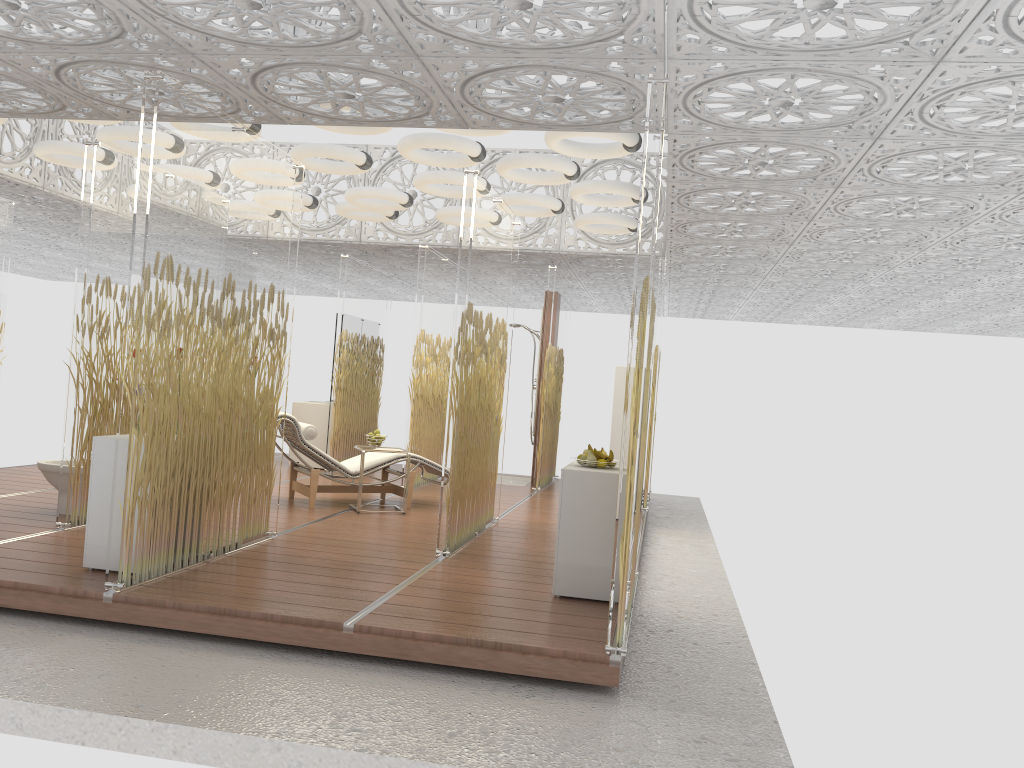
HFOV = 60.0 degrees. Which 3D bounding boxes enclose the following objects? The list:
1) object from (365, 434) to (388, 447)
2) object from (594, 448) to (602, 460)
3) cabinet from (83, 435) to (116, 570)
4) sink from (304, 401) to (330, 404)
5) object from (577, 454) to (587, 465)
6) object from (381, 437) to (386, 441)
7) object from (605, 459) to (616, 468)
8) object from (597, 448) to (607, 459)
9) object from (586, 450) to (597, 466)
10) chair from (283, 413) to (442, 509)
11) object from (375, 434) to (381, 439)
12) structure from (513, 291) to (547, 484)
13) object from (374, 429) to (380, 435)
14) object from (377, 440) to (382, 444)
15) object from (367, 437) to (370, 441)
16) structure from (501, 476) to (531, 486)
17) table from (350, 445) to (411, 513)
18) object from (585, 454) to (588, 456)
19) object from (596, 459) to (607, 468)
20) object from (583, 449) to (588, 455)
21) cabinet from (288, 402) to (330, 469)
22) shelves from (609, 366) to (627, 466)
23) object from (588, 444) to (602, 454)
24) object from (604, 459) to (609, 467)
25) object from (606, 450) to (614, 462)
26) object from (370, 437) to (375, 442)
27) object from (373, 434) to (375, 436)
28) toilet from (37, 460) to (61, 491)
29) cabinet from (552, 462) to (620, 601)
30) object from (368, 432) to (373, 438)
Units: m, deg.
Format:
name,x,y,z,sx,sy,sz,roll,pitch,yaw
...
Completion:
name,x,y,z,sx,sy,sz,roll,pitch,yaw
object,-1.201,0.506,7.829,0.206,0.105,0.206,5,0,-35
object,0.523,0.423,5.305,0.032,0.085,0.186,4,0,21
cabinet,-2.080,0.658,5.079,0.358,0.712,0.595,4,0,10
sink,-2.354,0.268,11.148,0.499,0.266,0.573,4,0,13
object,0.424,0.447,5.266,0.066,0.065,0.091,4,0,25
object,-1.144,0.480,7.830,0.055,0.048,0.054,4,0,3
object,0.587,0.453,5.318,0.035,0.092,0.194,4,0,-21
object,0.541,0.416,5.287,0.045,0.064,0.202,4,0,14
object,0.468,0.435,5.207,0.064,0.097,0.064,4,0,1
chair,-1.454,0.689,8.116,1.787,0.811,0.635,4,0,-30
object,-1.177,0.464,7.788,0.055,0.054,0.050,4,0,-21
structure,0.210,0.033,11.149,0.624,2.402,0.433,4,0,-4
object,-1.189,0.427,7.822,0.055,0.056,0.055,4,0,10
object,-1.162,0.507,7.792,0.045,0.042,0.045,4,0,5
object,-1.253,0.484,7.805,0.040,0.040,0.039,4,0,1
structure,-0.197,1.227,11.272,0.879,0.039,1.053,4,0,10
table,-1.162,0.834,7.800,0.420,0.535,0.420,4,0,-20
object,0.437,0.453,5.323,0.056,0.066,0.053,4,0,11
object,0.525,0.467,5.209,0.055,0.055,0.066,4,0,-32
object,0.468,0.429,5.376,0.077,0.067,0.078,4,0,11
cabinet,-2.398,0.633,11.146,0.549,0.782,0.643,4,0,10
shelves,1.223,0.555,9.358,0.344,1.460,0.366,4,0,10
object,0.492,0.398,5.313,0.035,0.084,0.200,4,0,32
object,0.558,0.451,5.306,0.030,0.090,0.195,4,0,-6
object,0.582,0.427,5.315,0.051,0.079,0.186,4,0,-12
object,-1.221,0.483,7.774,0.047,0.045,0.047,4,0,14
object,-1.222,0.461,7.821,0.040,0.038,0.040,4,0,-19
toilet,-3.220,0.712,6.592,0.611,0.506,0.401,4,0,10
cabinet,0.478,0.850,5.256,0.358,0.712,0.595,4,0,10
object,-1.241,0.447,7.787,0.047,0.045,0.047,4,0,11
